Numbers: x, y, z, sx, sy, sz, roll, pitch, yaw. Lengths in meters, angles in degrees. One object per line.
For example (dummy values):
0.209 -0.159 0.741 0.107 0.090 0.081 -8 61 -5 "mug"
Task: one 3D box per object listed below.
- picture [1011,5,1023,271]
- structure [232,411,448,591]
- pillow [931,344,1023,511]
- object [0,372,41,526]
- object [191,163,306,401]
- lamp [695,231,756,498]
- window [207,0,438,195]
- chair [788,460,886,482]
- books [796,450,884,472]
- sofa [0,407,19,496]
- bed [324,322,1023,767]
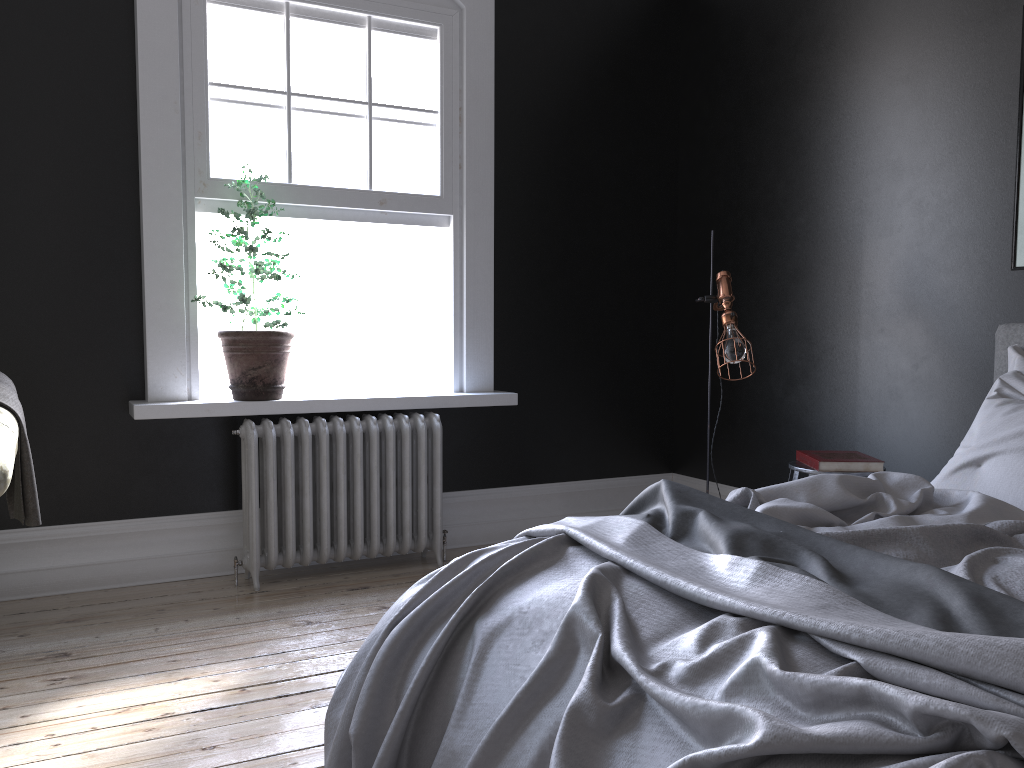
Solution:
2.276 -0.992 3.321 0.014 1.080 0.791 -2 5 -27 "picture"
-0.859 0.584 4.590 1.141 0.850 0.276 -2 5 -27 "structure"
2.088 0.261 2.806 0.680 0.761 1.828 -2 4 -27 "pillow"
-2.263 0.214 3.209 1.367 0.586 0.516 2 4 22 "object"
-1.272 -0.487 4.363 0.474 1.135 0.505 1 4 13 "object"
1.087 0.078 4.910 0.437 1.781 1.715 1 4 11 "lamp"
-0.955 -1.444 4.618 1.262 1.018 0.056 -2 5 -27 "window"
1.432 0.696 3.944 0.613 0.674 0.612 1 4 17 "chair"
1.439 0.338 3.906 0.275 0.045 0.345 0 3 3 "books"
-3.073 0.528 2.702 2.812 1.162 1.604 -2 4 -26 "sofa"
1.072 0.469 2.364 3.282 1.300 2.763 -3 4 -39 "bed"
